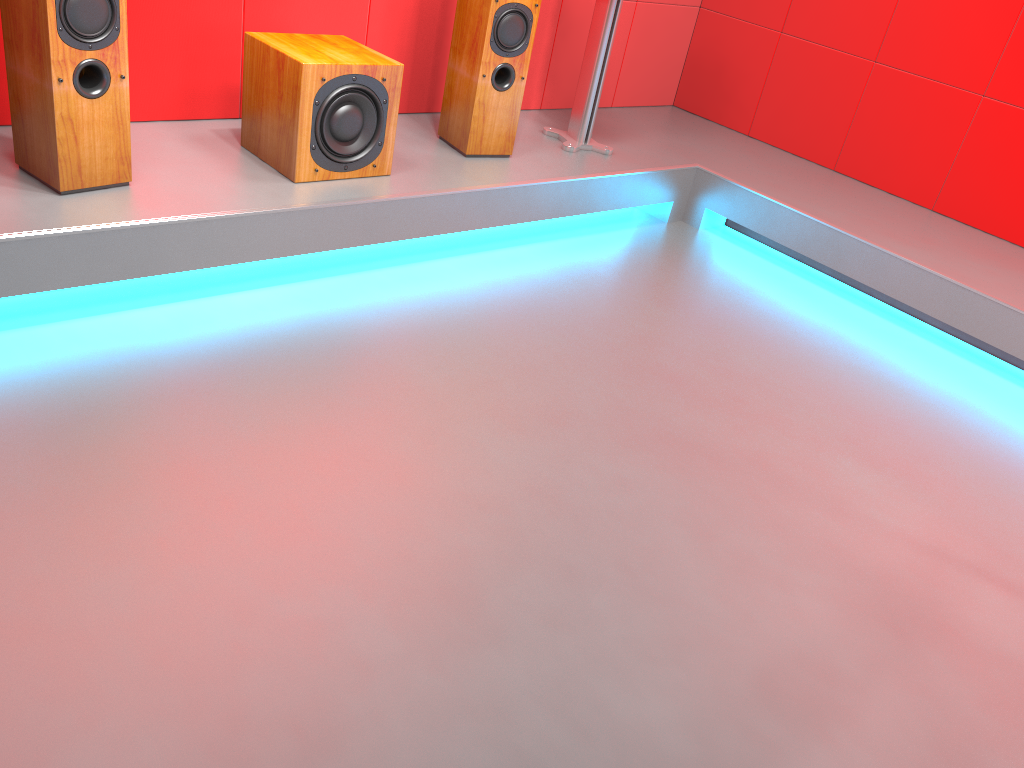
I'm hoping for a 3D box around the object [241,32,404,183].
[{"bbox_3d":[-0.611,-0.888,2.839,0.360,0.360,0.360,-17,41,-40],"label":"object"}]

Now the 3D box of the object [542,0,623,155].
[{"bbox_3d":[0.373,-1.461,3.473,0.231,1.058,0.265,-3,33,-24],"label":"object"}]

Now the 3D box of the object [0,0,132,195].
[{"bbox_3d":[-1.105,-1.014,2.179,0.238,1.052,0.203,30,34,27],"label":"object"}]

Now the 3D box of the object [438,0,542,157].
[{"bbox_3d":[-0.045,-1.348,3.134,0.203,1.052,0.238,-9,36,-32],"label":"object"}]
